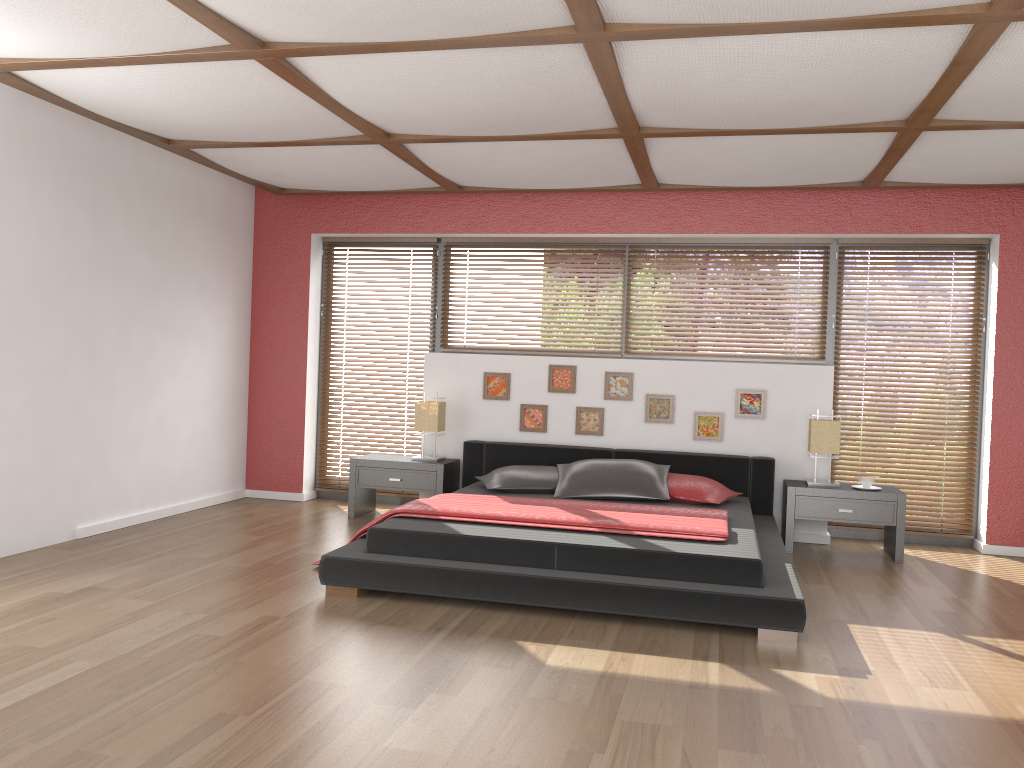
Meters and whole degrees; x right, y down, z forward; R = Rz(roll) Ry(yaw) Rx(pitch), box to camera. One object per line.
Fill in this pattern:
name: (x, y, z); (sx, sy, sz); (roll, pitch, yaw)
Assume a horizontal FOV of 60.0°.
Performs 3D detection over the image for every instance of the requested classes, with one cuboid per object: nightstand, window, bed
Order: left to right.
window: (-1.062, -0.163, 7.082); (0.889, 1.893, 0.020); (2, 1, 13)
nightstand: (-0.775, 0.752, 6.404); (0.700, 0.423, 0.413); (2, 1, 13)
bed: (0.304, 0.736, 5.118); (2.469, 0.577, 2.413); (2, 1, 13)
window: (0.856, -0.627, 6.621); (2.817, 0.786, 0.020); (2, 1, 13)
nightstand: (2.119, 0.871, 5.715); (0.700, 0.423, 0.413); (2, 1, 13)
window: (2.730, -0.007, 6.179); (0.889, 1.893, 0.020); (2, 1, 13)

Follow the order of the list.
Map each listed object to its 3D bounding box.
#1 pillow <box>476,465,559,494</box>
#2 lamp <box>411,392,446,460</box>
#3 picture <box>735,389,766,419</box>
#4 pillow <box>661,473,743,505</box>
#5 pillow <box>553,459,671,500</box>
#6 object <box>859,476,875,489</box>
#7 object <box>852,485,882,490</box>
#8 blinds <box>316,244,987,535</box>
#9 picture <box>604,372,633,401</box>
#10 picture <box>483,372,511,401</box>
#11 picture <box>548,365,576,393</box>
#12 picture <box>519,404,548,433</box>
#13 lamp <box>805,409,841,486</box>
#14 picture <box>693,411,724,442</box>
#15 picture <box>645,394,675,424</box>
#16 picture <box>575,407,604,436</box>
pillow: (0.153, 0.630, 5.838); (0.745, 0.172, 0.418); (2, 1, -11)
lamp: (-0.593, 0.297, 6.399); (0.200, 0.480, 0.200); (2, 1, 13)
picture: (1.635, 0.137, 6.077); (0.200, 0.200, 0.010); (2, 1, 13)
pillow: (1.051, 0.666, 5.679); (0.745, 0.172, 0.418); (3, 1, 32)
pillow: (0.633, 0.599, 5.634); (0.744, 0.241, 0.386); (2, 1, 9)
object: (2.251, 0.627, 5.625); (0.099, 0.069, 0.099); (3, 1, 38)
object: (2.249, 0.660, 5.626); (0.179, 0.012, 0.179); (3, 1, 38)
blinds: (0.815, -0.049, 6.565); (4.840, 1.952, 0.032); (2, 1, 13)
picture: (0.756, 0.016, 6.286); (0.200, 0.200, 0.010); (2, 1, 13)
picture: (-0.112, 0.017, 6.493); (0.200, 0.200, 0.010); (2, 1, 13)
picture: (0.360, -0.036, 6.380); (0.200, 0.200, 0.010); (2, 1, 13)
picture: (0.156, 0.249, 6.431); (0.200, 0.200, 0.010); (2, 1, 13)
lamp: (2.030, 0.405, 5.774); (0.200, 0.480, 0.200); (2, 1, 13)
picture: (1.361, 0.295, 6.144); (0.200, 0.200, 0.010); (2, 1, 13)
picture: (1.036, 0.174, 6.220); (0.200, 0.200, 0.010); (2, 1, 13)
picture: (0.555, 0.266, 6.336); (0.200, 0.200, 0.010); (2, 1, 13)
